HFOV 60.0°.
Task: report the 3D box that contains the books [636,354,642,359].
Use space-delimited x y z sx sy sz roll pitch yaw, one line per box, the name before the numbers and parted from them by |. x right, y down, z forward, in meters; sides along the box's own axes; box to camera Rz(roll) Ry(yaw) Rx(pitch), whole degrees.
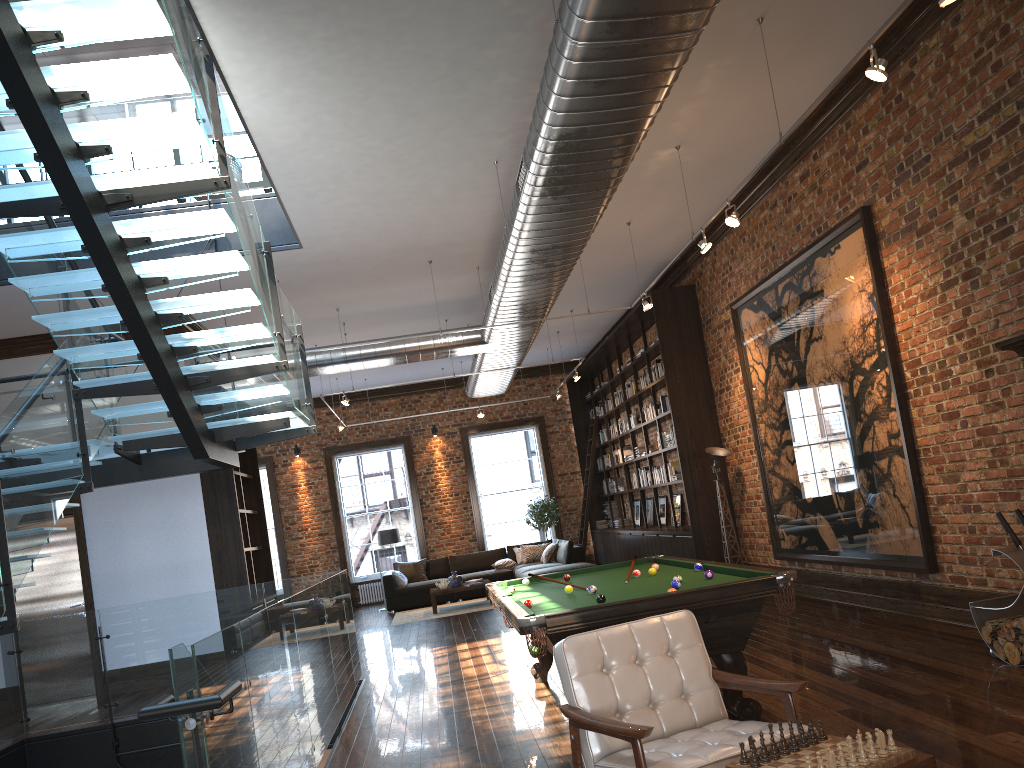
books | 2.130 -0.453 14.199 0.227 0.015 0.278 -8 -8 -8

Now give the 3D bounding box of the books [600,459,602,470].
books | 1.953 1.677 18.694 0.170 0.280 0.027 -9 -4 -6

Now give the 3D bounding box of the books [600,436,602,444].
books | 1.909 1.123 18.279 0.166 0.259 0.030 -9 -4 -6

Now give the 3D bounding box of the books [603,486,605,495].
books | 2.028 2.237 18.787 0.176 0.189 0.033 -8 -4 -6

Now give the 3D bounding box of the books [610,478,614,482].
books | 2.092 2.059 18.042 0.165 0.302 0.014 -9 -4 -6

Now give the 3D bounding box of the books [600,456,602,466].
books | 1.953 1.645 18.526 0.187 0.295 0.016 -9 -4 -6

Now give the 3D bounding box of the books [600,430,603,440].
books | 1.918 1.082 18.159 0.188 0.302 0.014 -9 -4 -6

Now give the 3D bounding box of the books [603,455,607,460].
books | 1.980 1.623 18.413 0.178 0.297 0.015 -9 -4 -6

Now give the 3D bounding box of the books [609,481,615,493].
books | 2.091 2.077 17.917 0.212 0.232 0.019 -8 -4 -6

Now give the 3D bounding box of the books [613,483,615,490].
books | 2.137 2.079 17.860 0.160 0.197 0.028 -8 -4 -6

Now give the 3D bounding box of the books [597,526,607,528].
books | 1.888 3.002 18.616 0.201 0.012 0.246 -9 -8 -3

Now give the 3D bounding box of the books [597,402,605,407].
books | 1.849 0.548 18.061 0.167 0.336 0.016 -9 -4 -6

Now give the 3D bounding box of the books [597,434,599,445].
books | 1.881 1.151 18.511 0.185 0.281 0.027 -9 -4 -6

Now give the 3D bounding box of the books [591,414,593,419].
books | 1.781 0.728 18.800 0.188 0.218 0.016 -8 -4 -6

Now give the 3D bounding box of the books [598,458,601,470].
books | 1.936 1.694 18.758 0.188 0.271 0.013 -9 -4 -6

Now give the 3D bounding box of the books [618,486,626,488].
books | 2.158 2.040 17.528 0.159 0.007 0.330 -7 -8 -11

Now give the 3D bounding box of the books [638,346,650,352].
books | 2.133 -0.559 14.208 0.188 0.017 0.278 -8 -8 -4

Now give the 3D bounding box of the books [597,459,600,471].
books | 1.922 1.718 18.866 0.186 0.259 0.014 -9 -4 -6

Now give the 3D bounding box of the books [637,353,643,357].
books | 2.133 -0.478 14.201 0.206 0.008 0.336 -9 -8 -3

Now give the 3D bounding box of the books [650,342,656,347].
books | 2.203 -0.600 13.280 0.219 0.019 0.331 -9 -8 -3

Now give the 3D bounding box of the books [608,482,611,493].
books | 2.075 2.119 18.225 0.188 0.243 0.026 -9 -4 -6

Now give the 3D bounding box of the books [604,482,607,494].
books | 2.045 2.171 18.616 0.177 0.264 0.026 -9 -4 -6

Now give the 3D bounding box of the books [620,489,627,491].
books | 2.208 2.044 17.180 0.159 0.005 0.327 -8 -8 -7

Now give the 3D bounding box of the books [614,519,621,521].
books | 2.138 2.783 18.148 0.177 0.005 0.259 -9 -8 -2

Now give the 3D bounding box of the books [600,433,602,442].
books | 1.912 1.123 18.247 0.165 0.249 0.035 -9 -4 -6

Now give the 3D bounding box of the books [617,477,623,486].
books | 2.142 2.014 17.718 0.129 0.281 0.030 -9 -4 -6

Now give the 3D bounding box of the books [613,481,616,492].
books | 2.132 2.050 17.774 0.164 0.230 0.026 -9 -4 -6

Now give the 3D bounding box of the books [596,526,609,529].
books | 1.895 3.012 18.615 0.210 0.011 0.275 -8 -8 -9

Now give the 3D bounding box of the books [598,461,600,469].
books | 1.943 1.737 18.845 0.188 0.209 0.028 -8 -4 -6

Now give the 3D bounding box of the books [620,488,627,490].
books | 2.199 2.029 17.176 0.161 0.005 0.293 -9 -8 -3

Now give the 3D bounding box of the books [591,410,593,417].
books | 1.784 0.684 18.733 0.175 0.284 0.016 -9 -4 -6

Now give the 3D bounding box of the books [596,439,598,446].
books | 1.865 1.186 18.778 0.176 0.294 0.041 -9 -4 -6

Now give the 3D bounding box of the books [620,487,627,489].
books | 2.204 2.006 17.179 0.160 0.005 0.291 -8 -8 -6

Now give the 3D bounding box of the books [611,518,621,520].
books | 2.144 2.760 18.150 0.177 0.005 0.256 -8 -8 -6

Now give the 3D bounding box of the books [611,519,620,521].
books | 2.140 2.778 18.149 0.175 0.005 0.290 -8 -8 -9

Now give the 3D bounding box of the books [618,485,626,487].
books | 2.166 2.018 17.530 0.159 0.007 0.326 -8 -8 -6

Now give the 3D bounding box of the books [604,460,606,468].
books | 1.976 1.664 18.384 0.187 0.210 0.035 -8 -4 -6

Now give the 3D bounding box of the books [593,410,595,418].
books | 1.800 0.655 18.474 0.190 0.261 0.066 -9 -4 -6

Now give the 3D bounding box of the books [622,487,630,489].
books | 2.195 2.018 17.177 0.160 0.005 0.294 -7 -8 -11

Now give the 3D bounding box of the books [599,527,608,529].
books | 1.890 3.025 18.614 0.207 0.013 0.282 -8 -8 -5

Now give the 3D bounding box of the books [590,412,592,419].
books | 1.774 0.710 18.842 0.178 0.268 0.012 -9 -4 -6

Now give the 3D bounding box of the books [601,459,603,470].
books | 1.959 1.665 18.463 0.188 0.235 0.025 -8 -4 -6

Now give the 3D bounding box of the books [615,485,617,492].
books | 2.144 2.046 17.746 0.139 0.226 0.031 -9 -4 -6

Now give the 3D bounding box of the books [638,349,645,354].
books | 2.142 -0.520 14.205 0.169 0.033 0.288 -7 -8 -11

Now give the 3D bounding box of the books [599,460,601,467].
books | 1.952 1.712 18.744 0.179 0.227 0.016 -8 -4 -6

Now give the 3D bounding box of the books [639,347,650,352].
books | 2.136 -0.544 14.207 0.167 0.015 0.372 -9 -8 -2

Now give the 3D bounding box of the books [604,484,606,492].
books | 2.038 2.177 18.636 0.173 0.260 0.015 -9 -4 -6

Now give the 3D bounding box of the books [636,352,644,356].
books | 2.129 -0.491 14.202 0.216 0.020 0.236 -8 -8 -9

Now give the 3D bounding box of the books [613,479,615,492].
books | 2.128 2.042 17.897 0.159 0.283 0.014 -9 -4 -6

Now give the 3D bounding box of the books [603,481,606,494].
books | 2.038 2.179 18.759 0.181 0.292 0.051 -9 -4 -6

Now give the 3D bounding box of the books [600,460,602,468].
books | 1.962 1.699 18.639 0.181 0.219 0.012 -8 -4 -6

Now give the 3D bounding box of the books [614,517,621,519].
books | 2.129 2.746 18.150 0.176 0.005 0.291 -9 -8 -1

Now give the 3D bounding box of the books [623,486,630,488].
books | 2.204 2.001 17.179 0.159 0.005 0.326 -8 -8 -6

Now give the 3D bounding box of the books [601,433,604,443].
books | 1.923 1.110 18.096 0.191 0.228 0.034 -8 -4 -6
